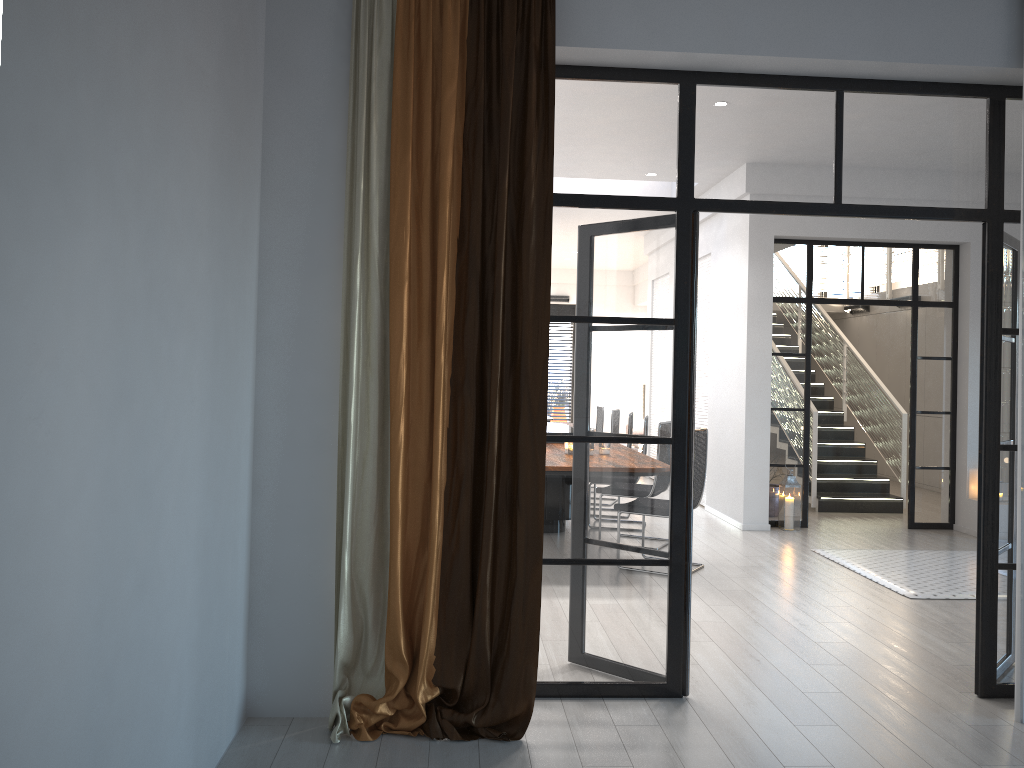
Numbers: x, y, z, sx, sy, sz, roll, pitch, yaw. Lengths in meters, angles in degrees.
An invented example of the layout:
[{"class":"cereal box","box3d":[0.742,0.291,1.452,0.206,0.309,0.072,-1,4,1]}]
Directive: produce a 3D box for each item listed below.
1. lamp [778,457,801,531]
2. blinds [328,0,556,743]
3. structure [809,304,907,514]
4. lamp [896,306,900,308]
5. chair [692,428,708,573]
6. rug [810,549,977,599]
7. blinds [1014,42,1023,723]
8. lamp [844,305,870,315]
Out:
[{"class":"lamp","box3d":[2.561,1.010,8.177,0.148,0.665,0.157,1,-1,-4]},{"class":"blinds","box3d":[-0.260,-0.196,3.413,0.811,3.046,0.254,1,-1,-4]},{"class":"structure","box3d":[4.280,-0.449,11.345,2.393,3.603,5.801,1,0,-4]},{"class":"lamp","box3d":[5.364,-1.119,12.105,0.152,0.124,0.568,1,1,-4]},{"class":"chair","box3d":[1.078,0.819,6.427,0.537,1.019,0.470,1,-1,31]},{"class":"rug","box3d":[3.610,1.373,6.502,2.276,0.020,1.585,1,1,-4]},{"class":"blinds","box3d":[2.744,-0.119,3.691,1.301,3.069,0.052,1,-1,-3]},{"class":"lamp","box3d":[5.272,-1.137,13.563,0.152,0.124,0.568,1,1,-4]}]
